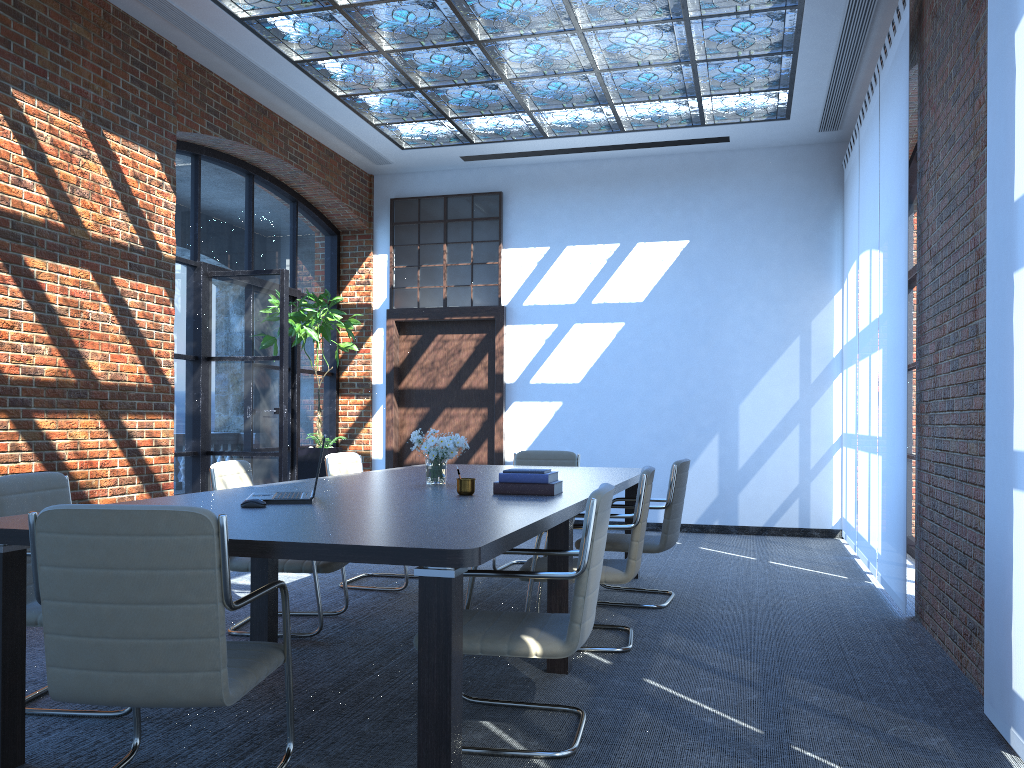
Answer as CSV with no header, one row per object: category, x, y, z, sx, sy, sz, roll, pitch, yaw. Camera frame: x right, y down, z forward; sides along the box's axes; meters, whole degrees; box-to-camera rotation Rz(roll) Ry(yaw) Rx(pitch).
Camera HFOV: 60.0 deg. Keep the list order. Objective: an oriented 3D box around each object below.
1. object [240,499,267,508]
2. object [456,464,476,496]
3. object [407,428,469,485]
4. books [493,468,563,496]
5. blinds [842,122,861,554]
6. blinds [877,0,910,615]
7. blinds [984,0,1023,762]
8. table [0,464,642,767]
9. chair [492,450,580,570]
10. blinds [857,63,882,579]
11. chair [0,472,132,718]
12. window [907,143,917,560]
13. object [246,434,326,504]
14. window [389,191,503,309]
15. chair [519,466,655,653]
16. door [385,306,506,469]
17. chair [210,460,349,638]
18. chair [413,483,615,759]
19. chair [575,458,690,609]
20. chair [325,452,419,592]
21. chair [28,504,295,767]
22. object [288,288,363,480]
object,-1.021,0.470,3.500,0.101,0.034,0.059,1,-2,-5
object,-0.215,0.449,4.146,0.091,0.142,0.091,1,-1,-7
object,-0.400,0.395,4.865,0.329,0.309,0.336,0,-2,26
books,0.082,0.470,4.279,0.294,0.115,0.255,0,-2,14
blinds,3.150,-0.383,8.256,0.039,3.756,1.219,0,0,15
blinds,2.487,-0.493,5.801,0.039,3.756,1.219,0,0,15
blinds,1.683,-0.625,2.826,0.039,3.756,1.315,0,0,15
table,-0.393,0.950,4.772,1.809,0.809,4.507,0,-2,15
chair,0.197,0.990,6.923,0.560,0.922,0.707,0,-1,15
blinds,2.817,-0.438,7.023,0.039,3.756,1.219,0,0,15
chair,-1.726,0.838,3.695,0.706,0.923,0.560,0,-1,4
window,2.585,-0.459,4.055,0.160,3.606,9.629,0,-2,15
object,-0.969,0.361,3.828,0.323,0.282,0.390,1,-2,-12
window,-0.751,-1.481,9.999,1.328,1.292,0.059,0,0,15
chair,0.402,0.896,4.710,0.706,0.923,0.560,0,-1,9
door,-0.745,0.361,10.047,1.400,2.434,0.200,0,0,15
chair,-1.283,0.896,4.970,0.706,0.923,0.560,0,-1,4
chair,0.024,0.834,3.310,0.706,0.923,0.560,0,-1,10
chair,0.796,0.945,5.787,0.706,0.923,0.560,0,-1,19
chair,-0.926,0.955,6.292,0.706,0.923,0.560,0,-1,15
chair,-1.031,0.801,2.712,0.560,0.922,0.707,0,-1,4
object,-1.952,0.279,8.921,0.945,2.490,1.325,0,-1,15
